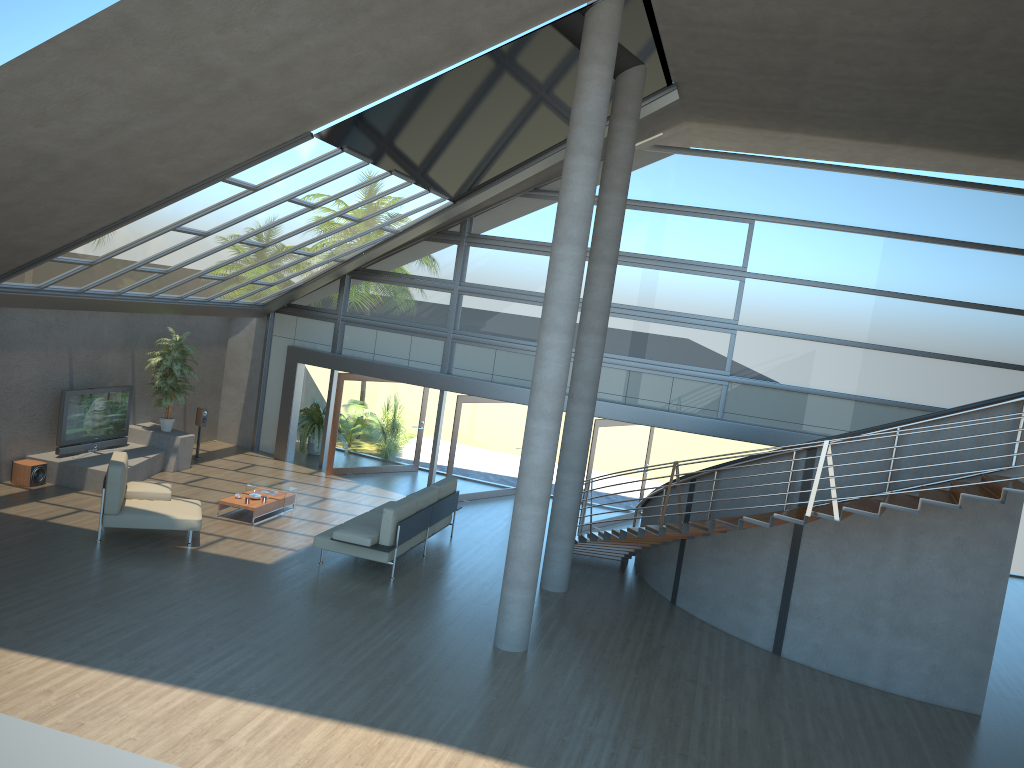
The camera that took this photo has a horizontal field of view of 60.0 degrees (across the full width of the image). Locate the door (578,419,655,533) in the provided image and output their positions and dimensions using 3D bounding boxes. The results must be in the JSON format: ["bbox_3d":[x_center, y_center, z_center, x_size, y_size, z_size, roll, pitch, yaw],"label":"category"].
[{"bbox_3d":[1.938,1.586,16.076,0.200,1.977,2.298,12,6,35],"label":"door"}]

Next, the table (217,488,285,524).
[{"bbox_3d":[-3.887,1.848,13.548,0.600,0.250,1.200,9,5,14],"label":"table"}]

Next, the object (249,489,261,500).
[{"bbox_3d":[-3.871,1.657,13.371,0.178,0.161,0.178,5,6,-35],"label":"object"}]

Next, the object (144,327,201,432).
[{"bbox_3d":[-6.031,-0.081,15.695,0.932,1.857,0.895,6,6,-27],"label":"object"}]

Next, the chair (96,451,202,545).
[{"bbox_3d":[-4.765,1.492,11.804,1.244,1.023,1.217,6,5,-21],"label":"chair"}]

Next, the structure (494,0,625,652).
[{"bbox_3d":[0.492,-0.644,9.435,0.381,7.125,0.382,9,5,14],"label":"structure"}]

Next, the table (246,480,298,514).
[{"bbox_3d":[-3.779,1.774,13.930,0.680,0.342,0.400,9,5,14],"label":"table"}]

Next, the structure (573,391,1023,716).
[{"bbox_3d":[2.834,1.327,10.962,2.349,3.653,6.809,4,6,-38],"label":"structure"}]

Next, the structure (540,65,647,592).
[{"bbox_3d":[1.070,-0.760,11.685,0.381,7.125,0.382,5,6,-32],"label":"structure"}]

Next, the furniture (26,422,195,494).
[{"bbox_3d":[-6.349,1.203,14.842,1.577,0.610,2.936,9,5,14],"label":"furniture"}]

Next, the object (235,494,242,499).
[{"bbox_3d":[-4.102,1.669,13.290,0.102,0.086,0.100,10,5,18],"label":"object"}]

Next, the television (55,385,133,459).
[{"bbox_3d":[-6.777,0.588,14.444,0.396,1.063,1.568,9,5,14],"label":"television"}]

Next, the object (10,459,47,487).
[{"bbox_3d":[-7.290,1.335,13.346,0.425,0.323,0.362,9,5,14],"label":"object"}]

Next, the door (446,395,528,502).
[{"bbox_3d":[-0.400,1.193,16.714,0.200,1.977,2.298,12,6,37],"label":"door"}]

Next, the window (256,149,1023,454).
[{"bbox_3d":[3.073,-0.573,15.715,16.616,6.630,1.098,9,5,12],"label":"window"}]

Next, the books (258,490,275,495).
[{"bbox_3d":[-3.824,1.699,13.860,0.275,0.005,0.189,8,5,-6],"label":"books"}]

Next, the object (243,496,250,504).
[{"bbox_3d":[-3.903,1.711,13.058,0.085,0.101,0.070,9,5,12],"label":"object"}]

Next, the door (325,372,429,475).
[{"bbox_3d":[-2.611,0.798,17.572,0.200,1.977,2.298,13,7,43],"label":"door"}]

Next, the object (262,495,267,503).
[{"bbox_3d":[-3.697,1.723,13.263,0.070,0.101,0.085,13,7,42],"label":"object"}]

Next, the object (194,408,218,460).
[{"bbox_3d":[-8.044,0.802,14.668,7.863,0.982,21.345,10,5,17],"label":"object"}]

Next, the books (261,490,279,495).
[{"bbox_3d":[-3.794,1.696,13.905,0.275,0.005,0.189,8,5,-3],"label":"books"}]

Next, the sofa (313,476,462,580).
[{"bbox_3d":[-1.703,1.904,12.704,1.166,0.947,3.079,9,5,13],"label":"sofa"}]
